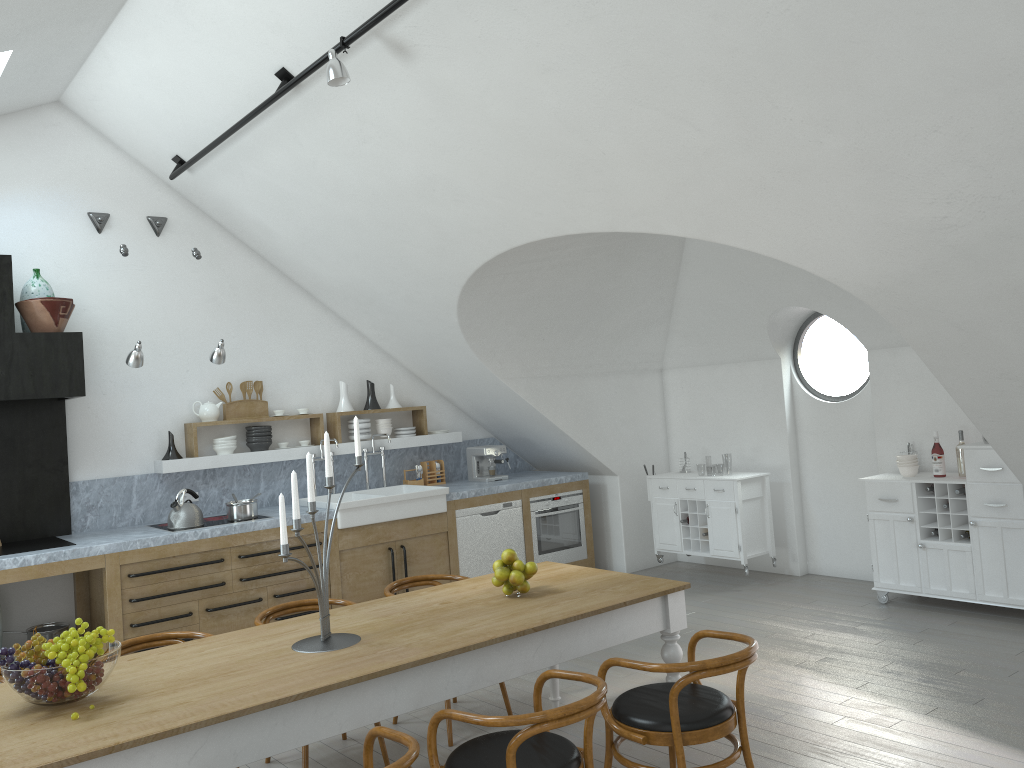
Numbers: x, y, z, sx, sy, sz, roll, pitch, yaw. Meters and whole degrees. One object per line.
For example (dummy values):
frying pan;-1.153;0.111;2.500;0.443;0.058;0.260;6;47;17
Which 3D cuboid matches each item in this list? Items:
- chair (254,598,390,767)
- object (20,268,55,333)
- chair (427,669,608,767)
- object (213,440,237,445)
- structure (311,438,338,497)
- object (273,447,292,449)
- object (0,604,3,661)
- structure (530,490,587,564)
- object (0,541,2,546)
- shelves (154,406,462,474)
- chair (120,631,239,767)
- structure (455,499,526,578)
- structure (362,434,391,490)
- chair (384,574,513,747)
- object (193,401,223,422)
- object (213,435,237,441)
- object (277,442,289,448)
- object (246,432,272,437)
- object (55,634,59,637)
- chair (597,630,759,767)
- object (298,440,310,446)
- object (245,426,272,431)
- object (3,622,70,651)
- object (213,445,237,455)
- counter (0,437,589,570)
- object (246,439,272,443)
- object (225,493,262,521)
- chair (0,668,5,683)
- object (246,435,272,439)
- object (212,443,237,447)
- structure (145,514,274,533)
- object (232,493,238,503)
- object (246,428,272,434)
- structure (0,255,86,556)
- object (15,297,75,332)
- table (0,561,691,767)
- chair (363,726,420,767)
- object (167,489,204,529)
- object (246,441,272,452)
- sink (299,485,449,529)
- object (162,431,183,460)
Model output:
chair;-0.947;1.476;4.332;0.527;0.736;0.620;-3;-3;-35
object;-3.315;-0.555;6.200;0.231;0.504;0.230;-4;-2;3
chair;0.048;1.377;2.983;0.527;0.736;0.620;-2;-3;-43
object;-2.270;0.479;7.009;0.181;0.069;0.181;-4;-1;-21
structure;-1.478;0.712;7.308;0.332;0.530;0.214;-6;-3;32
object;-1.892;0.532;7.327;0.164;0.012;0.163;-4;-1;-21
object;-3.427;1.583;5.735;0.231;0.499;0.230;-4;-2;3
structure;0.246;1.322;8.209;0.633;0.637;0.629;-3;-2;-38
object;-3.469;0.879;5.879;0.148;0.428;0.078;-4;-3;-3
shelves;-2.666;-0.011;6.594;5.553;1.363;0.479;-3;-3;-44
chair;-1.482;1.506;3.835;0.527;0.736;0.620;-2;-3;-41
structure;-0.343;1.452;7.740;0.724;0.824;0.597;-3;-3;-38
structure;-1.094;0.689;7.610;0.332;0.530;0.214;-6;-3;32
chair;-0.373;1.441;4.772;0.527;0.736;0.620;-2;-3;-42
object;-2.393;0.214;6.977;0.174;0.169;0.168;-6;-2;35
object;-2.271;0.451;7.011;0.181;0.076;0.180;-4;-1;-1
object;-1.893;0.509;7.328;0.098;0.049;0.098;-3;-2;-41
object;-2.050;0.432;7.186;0.205;0.072;0.206;-5;-2;39
object;-2.935;1.736;5.813;0.182;0.134;0.308;-4;-1;-14
chair;0.658;1.339;3.377;0.527;0.736;0.620;-3;-3;-35
object;-1.742;0.500;7.447;0.098;0.049;0.098;-3;-2;-41
object;-2.056;0.379;7.193;0.206;0.080;0.205;-3;-2;-36
object;-3.261;1.735;6.052;0.455;0.197;0.268;-4;-2;-4
object;-2.268;0.525;7.005;0.181;0.064;0.181;-4;-1;-16
counter;-2.071;0.753;6.696;6.579;0.620;0.960;-3;-2;-38
object;-2.048;0.481;7.181;0.205;0.086;0.205;-4;-1;-1
object;-1.946;0.921;6.595;0.232;0.170;0.394;-5;-2;32
chair;-2.088;1.544;3.434;0.527;0.736;0.620;-3;-3;-38
object;-2.045;0.453;7.180;0.205;0.086;0.205;-4;-1;4
object;-2.270;0.503;7.006;0.181;0.065;0.181;-4;-1;-1
structure;-2.209;1.025;6.472;0.738;0.041;0.646;-3;-1;-38
object;-2.031;0.900;6.572;0.051;0.167;0.235;-2;-3;-43
object;-2.051;0.406;7.191;0.205;0.084;0.205;-4;-1;-11
structure;-3.449;0.141;5.799;1.076;1.887;0.779;-2;-3;-38
object;-3.117;-0.440;5.926;0.348;0.237;0.365;-4;-2;-21
table;-0.785;1.411;3.377;3.351;0.800;1.016;-3;-2;-38
chair;-0.533;1.412;2.545;0.527;0.736;0.620;-3;-3;-38
object;-2.323;0.878;6.297;0.246;0.268;0.246;-3;-2;-28
object;-2.046;0.508;7.180;0.205;0.072;0.206;-5;-2;39
sink;-1.120;0.987;7.201;1.021;0.202;0.726;-3;-1;-38
object;-2.602;0.466;6.775;0.156;0.219;0.156;-6;-3;33
